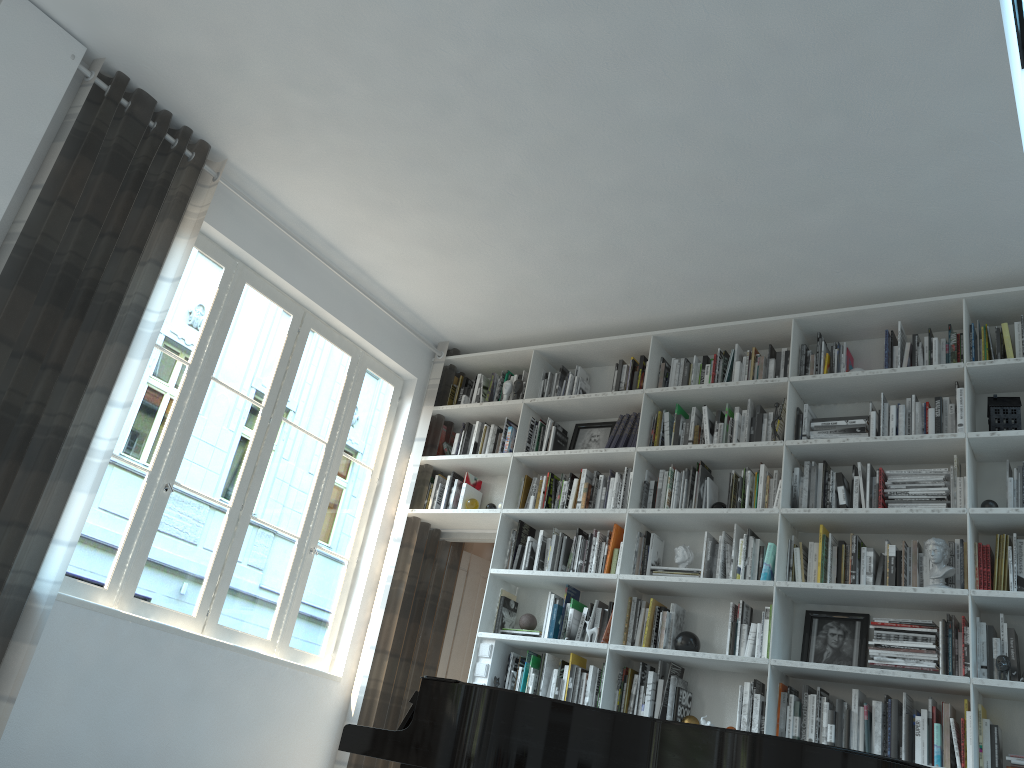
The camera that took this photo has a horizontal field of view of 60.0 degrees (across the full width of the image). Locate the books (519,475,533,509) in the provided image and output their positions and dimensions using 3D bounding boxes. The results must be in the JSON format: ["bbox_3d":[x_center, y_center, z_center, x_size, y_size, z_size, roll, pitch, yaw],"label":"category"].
[{"bbox_3d":[0.109,0.720,5.513,0.012,0.262,0.181,-5,-29,33],"label":"books"}]

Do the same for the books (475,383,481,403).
[{"bbox_3d":[-0.187,0.126,6.066,0.030,0.205,0.176,-5,-29,33],"label":"books"}]

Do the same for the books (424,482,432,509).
[{"bbox_3d":[-0.522,0.796,5.924,0.013,0.227,0.179,-5,-29,33],"label":"books"}]

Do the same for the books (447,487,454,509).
[{"bbox_3d":[-0.354,0.796,5.805,0.024,0.192,0.181,-5,-29,33],"label":"books"}]

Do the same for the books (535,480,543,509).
[{"bbox_3d":[0.208,0.727,5.444,0.030,0.229,0.173,-5,-29,33],"label":"books"}]

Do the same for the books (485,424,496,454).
[{"bbox_3d":[-0.107,0.419,5.844,0.025,0.260,0.167,-5,-29,33],"label":"books"}]

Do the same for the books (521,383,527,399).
[{"bbox_3d":[0.117,0.115,5.878,0.028,0.184,0.168,-5,-29,33],"label":"books"}]

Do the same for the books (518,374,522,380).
[{"bbox_3d":[0.068,0.084,5.925,0.027,0.258,0.147,-5,-29,33],"label":"books"}]

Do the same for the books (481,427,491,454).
[{"bbox_3d":[-0.136,0.430,5.861,0.022,0.243,0.174,-5,-29,33],"label":"books"}]

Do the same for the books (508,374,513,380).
[{"bbox_3d":[0.001,0.087,5.982,0.013,0.274,0.159,-5,-29,33],"label":"books"}]

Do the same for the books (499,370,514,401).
[{"bbox_3d":[-0.031,0.075,6.017,0.029,0.313,0.129,-5,-29,33],"label":"books"}]

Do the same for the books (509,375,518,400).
[{"bbox_3d":[0.049,0.090,5.939,0.021,0.252,0.180,-5,-29,33],"label":"books"}]

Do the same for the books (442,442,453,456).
[{"bbox_3d":[-0.407,0.496,6.045,0.121,0.175,0.130,-5,-29,33],"label":"books"}]

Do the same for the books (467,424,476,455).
[{"bbox_3d":[-0.242,0.429,5.960,0.028,0.287,0.133,-5,-29,33],"label":"books"}]

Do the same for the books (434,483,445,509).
[{"bbox_3d":[-0.448,0.793,5.874,0.010,0.219,0.182,-5,-29,33],"label":"books"}]

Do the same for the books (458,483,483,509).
[{"bbox_3d":[-0.275,0.775,5.745,0.029,0.210,0.188,-5,-29,33],"label":"books"}]

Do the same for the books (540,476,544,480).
[{"bbox_3d":[0.196,0.716,5.465,0.010,0.261,0.151,-5,-29,33],"label":"books"}]

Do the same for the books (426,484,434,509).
[{"bbox_3d":[-0.511,0.798,5.916,0.013,0.221,0.163,-5,-29,33],"label":"books"}]

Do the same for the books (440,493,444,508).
[{"bbox_3d":[-0.422,0.818,5.874,0.029,0.184,0.135,-5,-29,33],"label":"books"}]

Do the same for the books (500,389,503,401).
[{"bbox_3d":[-0.026,0.125,5.970,0.024,0.186,0.160,-5,-29,33],"label":"books"}]

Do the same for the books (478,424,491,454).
[{"bbox_3d":[-0.158,0.422,5.882,0.013,0.267,0.162,-5,-29,33],"label":"books"}]

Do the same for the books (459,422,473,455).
[{"bbox_3d":[-0.275,0.423,5.956,0.023,0.281,0.186,-5,-29,33],"label":"books"}]

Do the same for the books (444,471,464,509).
[{"bbox_3d":[-0.367,0.745,5.825,0.013,0.295,0.188,-5,-29,33],"label":"books"}]

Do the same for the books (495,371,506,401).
[{"bbox_3d":[-0.055,0.077,6.019,0.014,0.303,0.146,-5,-29,33],"label":"books"}]

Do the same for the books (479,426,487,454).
[{"bbox_3d":[-0.150,0.429,5.871,0.012,0.248,0.192,-5,-29,33],"label":"books"}]

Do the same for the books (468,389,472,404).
[{"bbox_3d":[-0.250,0.150,6.135,0.031,0.195,0.145,-5,-29,33],"label":"books"}]

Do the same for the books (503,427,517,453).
[{"bbox_3d":[0.018,0.419,5.748,0.029,0.228,0.192,-5,-29,33],"label":"books"}]

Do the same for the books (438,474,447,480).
[{"bbox_3d":[-0.481,0.771,5.941,0.013,0.301,0.135,-5,-29,33],"label":"books"}]

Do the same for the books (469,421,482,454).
[{"bbox_3d":[-0.207,0.413,5.907,0.021,0.284,0.179,-5,-29,33],"label":"books"}]

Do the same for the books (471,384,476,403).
[{"bbox_3d":[-0.220,0.129,6.115,0.024,0.226,0.158,-5,-29,33],"label":"books"}]

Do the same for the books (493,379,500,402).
[{"bbox_3d":[-0.070,0.106,6.033,0.030,0.256,0.130,-5,-29,33],"label":"books"}]

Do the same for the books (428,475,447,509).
[{"bbox_3d":[-0.480,0.769,5.911,0.023,0.280,0.171,-5,-29,33],"label":"books"}]

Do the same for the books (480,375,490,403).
[{"bbox_3d":[-0.156,0.095,6.054,0.057,0.261,0.191,-5,-29,33],"label":"books"}]

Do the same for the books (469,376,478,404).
[{"bbox_3d":[-0.233,0.103,6.129,0.010,0.280,0.161,-5,-29,33],"label":"books"}]

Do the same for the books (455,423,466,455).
[{"bbox_3d":[-0.317,0.430,6.008,0.011,0.295,0.163,-5,-29,33],"label":"books"}]

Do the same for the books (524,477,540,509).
[{"bbox_3d":[0.148,0.726,5.504,0.062,0.257,0.153,-5,-29,33],"label":"books"}]

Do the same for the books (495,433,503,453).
[{"bbox_3d":[-0.055,0.444,5.816,0.028,0.211,0.139,-5,-29,33],"label":"books"}]

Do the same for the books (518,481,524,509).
[{"bbox_3d":[0.097,0.739,5.523,0.022,0.231,0.152,-5,-29,33],"label":"books"}]

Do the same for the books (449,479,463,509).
[{"bbox_3d":[-0.332,0.766,5.782,0.021,0.236,0.189,-5,-29,33],"label":"books"}]

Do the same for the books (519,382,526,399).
[{"bbox_3d":[0.099,0.109,5.899,0.023,0.204,0.146,-5,-29,33],"label":"books"}]

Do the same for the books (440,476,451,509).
[{"bbox_3d":[-0.400,0.766,5.867,0.022,0.280,0.157,-5,-29,33],"label":"books"}]

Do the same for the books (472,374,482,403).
[{"bbox_3d":[-0.198,0.098,6.104,0.028,0.282,0.190,-5,-29,33],"label":"books"}]

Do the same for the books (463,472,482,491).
[{"bbox_3d":[-0.277,0.744,5.784,0.013,0.297,0.179,-5,-29,33],"label":"books"}]

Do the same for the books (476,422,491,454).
[{"bbox_3d":[-0.173,0.417,5.907,0.037,0.290,0.156,-5,-29,33],"label":"books"}]

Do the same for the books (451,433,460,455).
[{"bbox_3d":[-0.345,0.467,6.003,0.034,0.217,0.167,-5,-29,33],"label":"books"}]

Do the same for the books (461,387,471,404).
[{"bbox_3d":[-0.288,0.145,6.131,0.028,0.185,0.182,-5,-29,33],"label":"books"}]

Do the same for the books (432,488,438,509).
[{"bbox_3d":[-0.462,0.809,5.886,0.029,0.196,0.161,-5,-29,33],"label":"books"}]

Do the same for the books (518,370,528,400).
[{"bbox_3d":[0.094,0.074,5.929,0.013,0.290,0.155,-5,-29,33],"label":"books"}]

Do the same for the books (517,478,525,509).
[{"bbox_3d":[0.089,0.734,5.543,0.012,0.253,0.161,-5,-29,33],"label":"books"}]

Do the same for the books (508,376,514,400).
[{"bbox_3d":[0.024,0.092,5.943,0.025,0.242,0.168,-5,-29,33],"label":"books"}]

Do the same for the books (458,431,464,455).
[{"bbox_3d":[-0.297,0.452,5.961,0.023,0.227,0.172,-5,-29,33],"label":"books"}]

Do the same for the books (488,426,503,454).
[{"bbox_3d":[-0.085,0.421,5.827,0.030,0.250,0.166,-5,-29,33],"label":"books"}]

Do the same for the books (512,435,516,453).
[{"bbox_3d":[0.054,0.444,5.746,0.029,0.195,0.147,-5,-29,33],"label":"books"}]

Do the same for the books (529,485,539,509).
[{"bbox_3d":[0.166,0.741,5.450,0.026,0.194,0.176,-5,-29,33],"label":"books"}]

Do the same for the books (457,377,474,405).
[{"bbox_3d":[-0.303,0.110,6.161,0.025,0.268,0.178,-5,-29,33],"label":"books"}]

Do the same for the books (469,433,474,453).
[{"bbox_3d":[-0.225,0.448,5.935,0.024,0.238,0.156,-5,-29,33],"label":"books"}]

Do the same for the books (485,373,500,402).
[{"bbox_3d":[-0.106,0.089,6.043,0.039,0.281,0.182,-5,-29,33],"label":"books"}]

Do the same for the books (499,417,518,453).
[{"bbox_3d":[-0.015,0.393,5.796,0.012,0.302,0.189,-5,-29,33],"label":"books"}]
